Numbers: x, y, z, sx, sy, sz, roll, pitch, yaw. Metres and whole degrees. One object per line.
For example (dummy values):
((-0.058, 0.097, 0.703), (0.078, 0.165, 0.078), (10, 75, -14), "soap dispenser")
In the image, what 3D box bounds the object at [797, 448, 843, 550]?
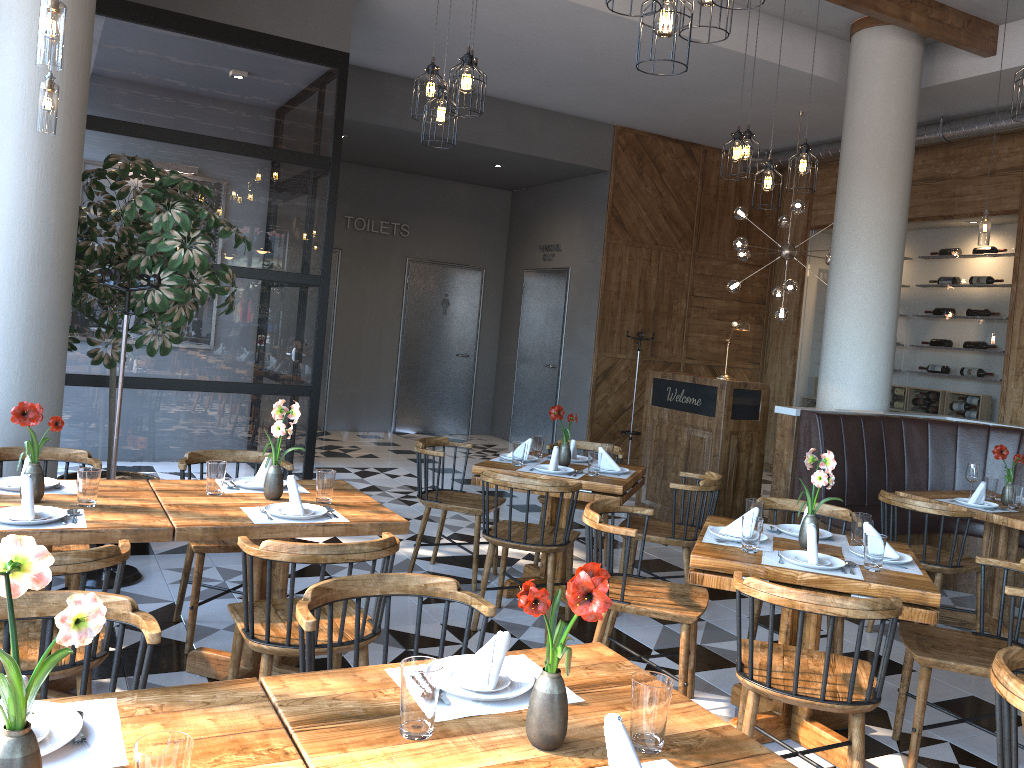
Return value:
((1.229, 0.464, 3.559), (0.146, 0.400, 0.207), (5, 2, -17), "object")

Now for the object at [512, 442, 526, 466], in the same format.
((0.036, 0.401, 5.067), (0.080, 0.132, 0.080), (6, 2, 37), "object")

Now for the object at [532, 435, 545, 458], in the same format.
((0.161, 0.387, 5.484), (0.080, 0.132, 0.080), (5, 2, -3), "object")

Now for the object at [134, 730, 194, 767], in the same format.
((-0.503, 0.578, 1.266), (0.080, 0.132, 0.080), (5, 2, 7), "object")

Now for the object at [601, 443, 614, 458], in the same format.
((0.575, 0.431, 5.371), (0.080, 0.132, 0.080), (5, 2, -3), "object")

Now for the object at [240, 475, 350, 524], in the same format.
((-0.816, 0.424, 3.341), (0.351, 0.137, 0.272), (4, 3, -28), "object")

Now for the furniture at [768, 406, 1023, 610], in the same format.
((4.294, 1.096, 4.160), (1.915, 1.149, 6.605), (4, 4, -28), "furniture")

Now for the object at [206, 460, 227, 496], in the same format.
((-1.191, 0.379, 3.560), (0.080, 0.132, 0.080), (4, 2, -43), "object")

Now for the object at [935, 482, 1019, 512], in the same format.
((2.693, 0.635, 5.134), (0.271, 0.137, 0.353), (4, 3, -28), "object")

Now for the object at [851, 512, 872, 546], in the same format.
((1.459, 0.610, 3.712), (0.080, 0.132, 0.080), (5, 2, -13), "object")

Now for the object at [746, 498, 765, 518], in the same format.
((1.044, 0.566, 3.824), (0.080, 0.132, 0.080), (5, 2, -13), "object")

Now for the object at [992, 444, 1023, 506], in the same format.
((2.928, 0.539, 5.265), (0.156, 0.355, 0.171), (4, 2, -35), "object")

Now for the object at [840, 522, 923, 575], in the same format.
((1.452, 0.621, 3.487), (0.272, 0.137, 0.352), (6, 3, 17), "object")

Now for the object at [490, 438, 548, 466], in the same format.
((0.051, 0.386, 5.294), (0.272, 0.137, 0.352), (6, 3, 17), "object")

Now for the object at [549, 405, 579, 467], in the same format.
((0.288, 0.301, 5.235), (0.171, 0.355, 0.156), (6, 1, 19), "object")

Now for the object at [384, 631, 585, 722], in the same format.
((-0.057, 0.578, 1.903), (0.351, 0.137, 0.272), (4, 3, -28), "object")

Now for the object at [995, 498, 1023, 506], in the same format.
((3.159, 0.663, 5.374), (0.271, 0.137, 0.353), (4, 3, -28), "object")

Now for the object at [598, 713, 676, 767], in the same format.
((0.199, 0.629, 1.436), (0.351, 0.137, 0.272), (4, 3, -28), "object")

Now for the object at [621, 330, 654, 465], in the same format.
((1.442, 0.208, 10.454), (0.374, 1.657, 0.375), (5, 1, -6), "object")

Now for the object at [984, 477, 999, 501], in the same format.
((2.919, 0.642, 5.406), (0.080, 0.132, 0.080), (4, 2, -28), "object")

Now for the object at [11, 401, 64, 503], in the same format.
((-1.724, 0.241, 3.188), (0.171, 0.355, 0.156), (6, 2, 38), "object")

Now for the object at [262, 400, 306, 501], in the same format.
((-0.927, 0.267, 3.584), (0.146, 0.400, 0.207), (4, 2, -36), "object")

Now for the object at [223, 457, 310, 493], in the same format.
((-1.071, 0.373, 3.808), (0.351, 0.137, 0.272), (4, 3, -28), "object")

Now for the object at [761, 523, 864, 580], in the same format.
((1.121, 0.601, 3.305), (0.352, 0.137, 0.272), (6, 3, 17), "object")

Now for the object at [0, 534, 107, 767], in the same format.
((-0.706, 0.424, 1.279), (0.206, 0.400, 0.146), (5, 1, -25), "object")

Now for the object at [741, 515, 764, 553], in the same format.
((0.920, 0.580, 3.408), (0.080, 0.132, 0.080), (5, 2, -13), "object")

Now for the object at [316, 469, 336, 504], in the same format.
((-0.758, 0.417, 3.589), (0.080, 0.132, 0.080), (4, 2, -43), "object")

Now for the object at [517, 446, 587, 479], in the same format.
((0.234, 0.422, 4.964), (0.352, 0.137, 0.272), (6, 3, 17), "object")

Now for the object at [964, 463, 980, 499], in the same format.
((2.797, 0.590, 5.386), (0.081, 0.215, 0.081), (4, 2, -37), "object")

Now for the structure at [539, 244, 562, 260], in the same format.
((0.497, -1.729, 11.640), (0.025, 0.197, 0.567), (5, 3, -28), "structure")

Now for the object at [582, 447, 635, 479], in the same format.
((0.565, 0.441, 5.146), (0.272, 0.137, 0.352), (6, 3, 17), "object")

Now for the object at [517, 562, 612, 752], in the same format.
((0.100, 0.500, 1.617), (0.171, 0.355, 0.156), (6, 2, 41), "object")

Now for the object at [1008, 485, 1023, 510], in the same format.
((2.919, 0.658, 5.140), (0.080, 0.132, 0.080), (4, 2, -43), "object")

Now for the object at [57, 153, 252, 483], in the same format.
((-2.583, -0.323, 5.358), (1.632, 2.590, 1.383), (4, 2, -44), "object")

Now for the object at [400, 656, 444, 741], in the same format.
((-0.173, 0.585, 1.647), (0.080, 0.132, 0.080), (4, 2, -43), "object")

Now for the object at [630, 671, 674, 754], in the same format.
((0.260, 0.623, 1.676), (0.080, 0.132, 0.080), (4, 2, -43), "object")

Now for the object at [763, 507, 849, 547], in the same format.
((1.269, 0.584, 3.817), (0.352, 0.137, 0.272), (6, 3, 17), "object")

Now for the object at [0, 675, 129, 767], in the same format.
((-0.837, 0.532, 1.483), (0.351, 0.137, 0.272), (4, 3, -28), "object")

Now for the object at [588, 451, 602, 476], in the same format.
((0.460, 0.446, 4.946), (0.080, 0.132, 0.080), (5, 2, -13), "object")

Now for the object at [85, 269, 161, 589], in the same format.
((-2.119, 0.224, 4.756), (0.374, 1.657, 0.375), (5, 1, -6), "object")

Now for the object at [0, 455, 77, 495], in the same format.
((-1.852, 0.327, 3.388), (0.351, 0.137, 0.272), (4, 3, -28), "object")

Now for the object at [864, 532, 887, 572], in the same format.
((1.343, 0.625, 3.286), (0.080, 0.132, 0.080), (5, 2, -13), "object")

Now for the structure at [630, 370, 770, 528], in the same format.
((1.600, 0.589, 7.323), (0.644, 1.299, 1.048), (4, 2, -28), "structure")

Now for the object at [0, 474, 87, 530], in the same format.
((-1.596, 0.378, 2.921), (0.351, 0.137, 0.272), (4, 3, -28), "object")

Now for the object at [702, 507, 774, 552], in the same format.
((0.938, 0.565, 3.635), (0.272, 0.137, 0.352), (6, 3, 17), "object")

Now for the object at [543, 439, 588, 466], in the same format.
((0.383, 0.405, 5.476), (0.352, 0.137, 0.272), (6, 3, 17), "object")

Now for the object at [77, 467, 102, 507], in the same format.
((-1.521, 0.372, 3.179), (0.080, 0.132, 0.080), (5, 2, -13), "object")
